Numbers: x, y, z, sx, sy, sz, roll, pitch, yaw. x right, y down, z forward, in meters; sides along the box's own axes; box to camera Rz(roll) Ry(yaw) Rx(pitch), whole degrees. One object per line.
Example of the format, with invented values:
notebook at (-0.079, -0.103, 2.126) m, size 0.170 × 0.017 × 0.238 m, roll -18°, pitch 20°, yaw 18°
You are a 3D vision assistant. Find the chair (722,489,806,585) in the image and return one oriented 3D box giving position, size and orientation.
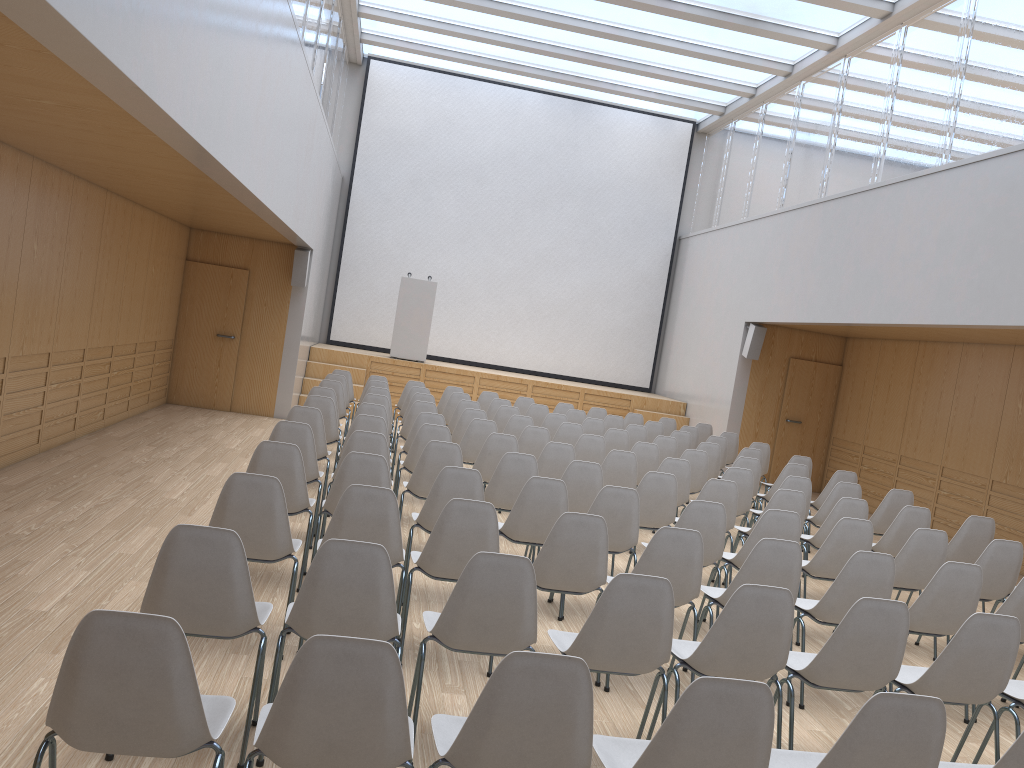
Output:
chair at (1.988, 1.206, 6.902) m, size 0.479 × 0.876 × 0.505 m, roll 8°, pitch 3°, yaw -9°

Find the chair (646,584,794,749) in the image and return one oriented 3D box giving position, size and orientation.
chair at (0.895, 1.203, 3.745) m, size 0.479 × 0.876 × 0.505 m, roll 8°, pitch 3°, yaw -9°

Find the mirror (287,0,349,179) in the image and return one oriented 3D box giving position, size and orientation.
mirror at (-1.826, -4.163, 7.491) m, size 0.253 × 2.090 × 17.823 m, roll 8°, pitch 3°, yaw -9°

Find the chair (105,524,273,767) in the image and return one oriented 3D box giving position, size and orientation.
chair at (-1.155, 0.903, 3.326) m, size 0.479 × 0.876 × 0.505 m, roll 8°, pitch 3°, yaw -9°

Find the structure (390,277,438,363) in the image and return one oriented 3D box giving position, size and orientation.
structure at (-1.694, -1.093, 15.178) m, size 0.605 × 1.379 × 0.605 m, roll 8°, pitch 3°, yaw -9°

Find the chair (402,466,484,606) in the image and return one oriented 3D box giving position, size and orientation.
chair at (-0.396, 0.906, 5.503) m, size 0.479 × 0.876 × 0.505 m, roll 8°, pitch 3°, yaw -9°

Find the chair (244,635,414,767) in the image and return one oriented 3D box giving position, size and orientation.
chair at (-0.504, 1.050, 2.501) m, size 0.479 × 0.876 × 0.505 m, roll 8°, pitch 3°, yaw -9°

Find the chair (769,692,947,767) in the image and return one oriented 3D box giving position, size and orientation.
chair at (1.003, 1.274, 2.734) m, size 0.479 × 0.876 × 0.505 m, roll 8°, pitch 3°, yaw -9°

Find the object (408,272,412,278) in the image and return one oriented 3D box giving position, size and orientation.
object at (-1.738, -1.745, 15.055) m, size 0.166 × 0.305 × 0.252 m, roll 7°, pitch 4°, yaw -37°

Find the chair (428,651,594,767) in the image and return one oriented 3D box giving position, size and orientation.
chair at (-0.008, 1.122, 2.606) m, size 0.479 × 0.876 × 0.505 m, roll 8°, pitch 3°, yaw -9°

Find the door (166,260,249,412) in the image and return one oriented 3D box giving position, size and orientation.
door at (-4.287, -0.662, 12.468) m, size 0.873 × 2.025 × 0.108 m, roll 8°, pitch 3°, yaw -9°

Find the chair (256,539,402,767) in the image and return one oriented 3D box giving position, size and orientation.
chair at (-0.661, 0.974, 3.445) m, size 0.479 × 0.876 × 0.505 m, roll 8°, pitch 3°, yaw -9°

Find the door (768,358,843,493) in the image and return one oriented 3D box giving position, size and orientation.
door at (4.597, 0.662, 13.844) m, size 0.873 × 2.025 × 0.108 m, roll 8°, pitch 3°, yaw -9°

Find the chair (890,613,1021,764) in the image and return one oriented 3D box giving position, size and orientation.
chair at (1.868, 1.349, 3.877) m, size 0.479 × 0.876 × 0.505 m, roll 8°, pitch 3°, yaw -9°

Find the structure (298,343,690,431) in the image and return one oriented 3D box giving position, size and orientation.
structure at (-0.280, 0.321, 15.716) m, size 6.552 × 1.027 × 2.728 m, roll 8°, pitch 3°, yaw -9°

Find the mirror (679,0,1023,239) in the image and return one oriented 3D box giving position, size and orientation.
mirror at (4.814, -3.173, 8.520) m, size 0.253 × 2.090 × 17.823 m, roll 8°, pitch 3°, yaw -9°

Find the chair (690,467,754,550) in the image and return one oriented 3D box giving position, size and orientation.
chair at (1.857, 1.133, 7.870) m, size 0.479 × 0.876 × 0.505 m, roll 8°, pitch 3°, yaw -9°

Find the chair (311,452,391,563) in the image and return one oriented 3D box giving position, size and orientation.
chair at (-0.953, 0.819, 5.476) m, size 0.479 × 0.876 × 0.505 m, roll 8°, pitch 3°, yaw -9°

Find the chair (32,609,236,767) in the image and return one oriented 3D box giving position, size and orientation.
chair at (-1.028, 0.971, 2.438) m, size 0.479 × 0.876 × 0.505 m, roll 8°, pitch 3°, yaw -9°

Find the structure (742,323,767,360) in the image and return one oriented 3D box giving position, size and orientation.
structure at (3.677, -0.645, 13.487) m, size 0.196 × 0.542 × 0.368 m, roll 8°, pitch 3°, yaw -9°

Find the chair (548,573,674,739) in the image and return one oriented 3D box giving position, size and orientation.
chair at (0.394, 1.132, 3.608) m, size 0.479 × 0.876 × 0.505 m, roll 8°, pitch 3°, yaw -9°

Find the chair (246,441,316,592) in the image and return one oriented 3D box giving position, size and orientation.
chair at (-1.440, 0.748, 5.382) m, size 0.479 × 0.876 × 0.505 m, roll 8°, pitch 3°, yaw -9°

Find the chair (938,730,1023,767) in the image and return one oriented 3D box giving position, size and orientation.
chair at (1.530, 1.352, 2.834) m, size 0.479 × 0.876 × 0.505 m, roll 8°, pitch 3°, yaw -9°

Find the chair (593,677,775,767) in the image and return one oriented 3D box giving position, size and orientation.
chair at (0.488, 1.199, 2.635) m, size 0.479 × 0.876 × 0.505 m, roll 8°, pitch 3°, yaw -9°

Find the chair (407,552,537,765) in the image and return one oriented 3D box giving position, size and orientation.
chair at (-0.134, 1.049, 3.595) m, size 0.479 × 0.876 × 0.505 m, roll 8°, pitch 3°, yaw -9°

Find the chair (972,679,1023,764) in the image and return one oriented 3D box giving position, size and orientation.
chair at (2.384, 1.428, 3.916) m, size 0.479 × 0.876 × 0.505 m, roll 8°, pitch 3°, yaw -9°

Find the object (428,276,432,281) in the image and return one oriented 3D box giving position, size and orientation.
object at (-1.398, -1.694, 15.108) m, size 0.166 × 0.305 × 0.252 m, roll 7°, pitch 4°, yaw -37°

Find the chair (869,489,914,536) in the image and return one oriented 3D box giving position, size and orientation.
chair at (3.377, 1.356, 8.174) m, size 0.479 × 0.876 × 0.505 m, roll 8°, pitch 3°, yaw -9°

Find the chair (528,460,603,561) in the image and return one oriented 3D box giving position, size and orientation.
chair at (0.437, 0.973, 6.682) m, size 0.479 × 0.876 × 0.505 m, roll 8°, pitch 3°, yaw -9°

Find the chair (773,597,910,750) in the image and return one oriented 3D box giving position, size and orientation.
chair at (1.391, 1.276, 3.831) m, size 0.479 × 0.876 × 0.505 m, roll 8°, pitch 3°, yaw -9°

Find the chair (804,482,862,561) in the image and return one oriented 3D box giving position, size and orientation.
chair at (2.867, 1.281, 8.067) m, size 0.479 × 0.876 × 0.505 m, roll 8°, pitch 3°, yaw -9°

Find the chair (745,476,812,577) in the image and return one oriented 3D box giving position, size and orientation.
chair at (2.373, 1.212, 7.908) m, size 0.479 × 0.876 × 0.505 m, roll 8°, pitch 3°, yaw -9°

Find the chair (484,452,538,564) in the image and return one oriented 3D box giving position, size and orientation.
chair at (-0.040, 0.905, 6.567) m, size 0.479 × 0.876 × 0.505 m, roll 8°, pitch 3°, yaw -9°

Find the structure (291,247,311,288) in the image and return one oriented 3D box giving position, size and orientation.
structure at (-2.965, -1.635, 12.458) m, size 0.196 × 0.542 × 0.368 m, roll 8°, pitch 3°, yaw -9°

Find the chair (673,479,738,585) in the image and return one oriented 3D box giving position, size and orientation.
chair at (1.469, 1.126, 6.870) m, size 0.479 × 0.876 × 0.505 m, roll 8°, pitch 3°, yaw -9°

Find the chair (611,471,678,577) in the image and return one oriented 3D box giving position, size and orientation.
chair at (0.988, 1.058, 6.726) m, size 0.479 × 0.876 × 0.505 m, roll 8°, pitch 3°, yaw -9°

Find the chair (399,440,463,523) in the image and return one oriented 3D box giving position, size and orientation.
chair at (-0.579, 0.821, 6.543) m, size 0.479 × 0.876 × 0.505 m, roll 8°, pitch 3°, yaw -9°

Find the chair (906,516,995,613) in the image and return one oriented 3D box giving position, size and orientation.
chair at (3.531, 1.437, 7.120) m, size 0.479 × 0.876 × 0.505 m, roll 8°, pitch 3°, yaw -9°

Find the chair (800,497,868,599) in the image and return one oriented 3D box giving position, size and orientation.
chair at (2.498, 1.281, 7.001) m, size 0.479 × 0.876 × 0.505 m, roll 8°, pitch 3°, yaw -9°

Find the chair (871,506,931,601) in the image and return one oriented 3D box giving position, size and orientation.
chair at (3.022, 1.358, 7.100) m, size 0.479 × 0.876 × 0.505 m, roll 8°, pitch 3°, yaw -9°
